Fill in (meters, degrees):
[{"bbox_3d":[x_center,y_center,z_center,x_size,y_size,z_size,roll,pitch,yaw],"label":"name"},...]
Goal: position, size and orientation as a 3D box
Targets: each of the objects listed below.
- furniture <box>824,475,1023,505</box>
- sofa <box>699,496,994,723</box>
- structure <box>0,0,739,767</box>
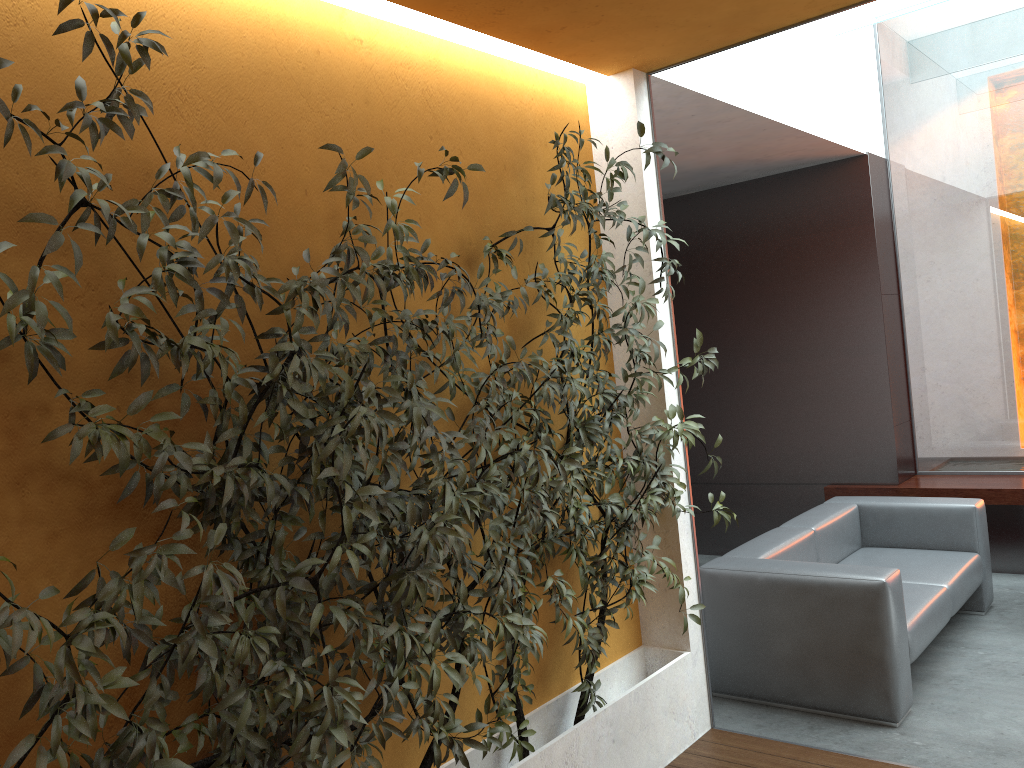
[{"bbox_3d":[4.846,0.608,4.990,6.000,0.109,0.600,-5,2,39],"label":"furniture"},{"bbox_3d":[1.927,1.112,4.911,0.943,0.652,2.025,-5,2,39],"label":"sofa"},{"bbox_3d":[-0.241,0.210,2.738,0.622,2.483,3.166,-5,2,38],"label":"structure"}]
